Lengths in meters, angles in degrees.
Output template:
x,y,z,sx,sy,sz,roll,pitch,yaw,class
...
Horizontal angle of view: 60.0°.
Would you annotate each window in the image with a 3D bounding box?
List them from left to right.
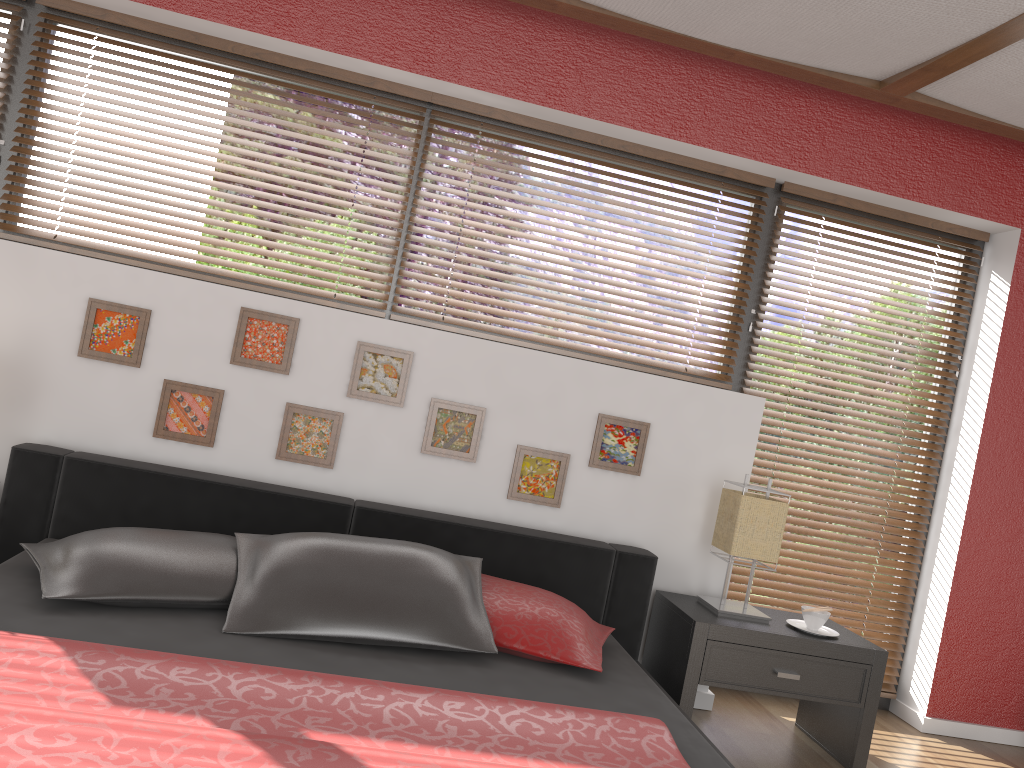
x,y,z,sx,sy,sz,roll,pitch,yaw,class
-2.396,-0.520,3.147,0.889,1.893,0.020,11,0,-10,window
-0.402,-0.674,3.477,2.817,0.786,0.020,11,0,-10,window
1.375,0.236,3.799,0.889,1.893,0.020,11,0,-10,window

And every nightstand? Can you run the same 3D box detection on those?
x,y,z,sx,sy,sz,roll,pitch,yaw,class
0.863,1.040,3.128,0.700,0.423,0.413,11,0,-10,nightstand

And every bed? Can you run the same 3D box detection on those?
x,y,z,sx,sy,sz,roll,pitch,yaw,class
-0.535,0.676,1.870,2.469,0.577,2.413,11,0,-10,bed

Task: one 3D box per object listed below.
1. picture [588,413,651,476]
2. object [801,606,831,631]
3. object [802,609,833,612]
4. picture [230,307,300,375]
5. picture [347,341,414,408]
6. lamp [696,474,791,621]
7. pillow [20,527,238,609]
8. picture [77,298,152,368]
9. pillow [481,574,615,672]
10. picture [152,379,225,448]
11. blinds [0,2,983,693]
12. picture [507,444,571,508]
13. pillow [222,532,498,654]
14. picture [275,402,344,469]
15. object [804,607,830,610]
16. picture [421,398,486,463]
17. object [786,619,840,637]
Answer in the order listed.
x,y,z,sx,sy,sz,roll,pitch,yaw,class
0.397,0.225,3.276,0.200,0.200,0.010,11,0,-10,picture
1.056,0.824,3.098,0.099,0.069,0.099,11,0,15,object
1.062,0.786,3.082,0.192,0.007,0.007,12,0,-40,object
-0.851,-0.148,3.057,0.200,0.200,0.010,11,0,-10,picture
-0.464,-0.034,3.125,0.200,0.200,0.010,11,0,-10,picture
0.831,0.564,3.150,0.200,0.480,0.200,11,0,-10,lamp
-0.934,0.510,2.473,0.745,0.172,0.418,11,0,-34,pillow
-1.333,-0.171,2.976,0.200,0.200,0.010,11,0,-10,picture
-0.061,0.685,2.678,0.745,0.172,0.418,11,0,9,pillow
-1.101,0.100,3.022,0.200,0.200,0.010,11,0,-10,picture
-0.508,-0.105,3.406,4.840,1.952,0.032,11,0,-10,blinds
0.098,0.337,3.229,0.200,0.200,0.010,11,0,-10,picture
-0.414,0.560,2.474,0.744,0.241,0.386,11,0,-14,pillow
-0.704,0.181,3.091,0.200,0.200,0.010,11,0,-10,picture
1.066,0.787,3.105,0.007,0.007,0.192,11,0,45,object
-0.209,0.166,3.173,0.200,0.200,0.010,11,0,-10,picture
1.049,0.856,3.098,0.179,0.012,0.179,11,0,15,object
